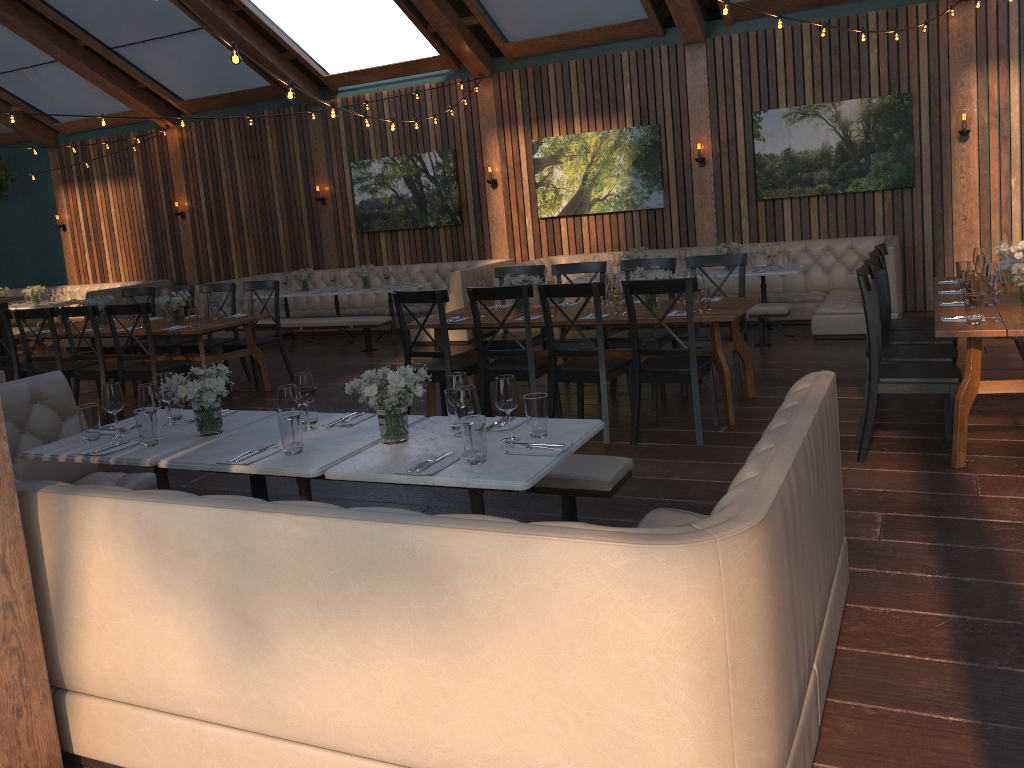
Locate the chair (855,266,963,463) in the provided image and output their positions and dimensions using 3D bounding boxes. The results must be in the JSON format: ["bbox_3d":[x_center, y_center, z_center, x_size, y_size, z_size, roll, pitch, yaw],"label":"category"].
[{"bbox_3d":[2.153,-0.127,4.843,0.539,1.011,0.482,-2,9,21],"label":"chair"}]

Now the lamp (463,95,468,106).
[{"bbox_3d":[-0.548,-3.322,10.370,0.061,0.118,0.056,-13,11,-41],"label":"lamp"}]

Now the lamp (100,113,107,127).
[{"bbox_3d":[-3.691,-2.381,7.983,0.056,0.120,0.057,-5,8,1],"label":"lamp"}]

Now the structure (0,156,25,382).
[{"bbox_3d":[-7.002,-1.688,9.936,2.852,3.663,2.740,1,11,34],"label":"structure"}]

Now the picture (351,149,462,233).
[{"bbox_3d":[-1.469,-2.630,12.144,1.649,0.989,0.066,0,9,26],"label":"picture"}]

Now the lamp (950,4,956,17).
[{"bbox_3d":[4.403,-3.732,8.847,0.065,0.117,0.057,-7,9,-14],"label":"lamp"}]

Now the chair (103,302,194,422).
[{"bbox_3d":[-3.083,-0.206,7.568,0.477,1.011,0.545,-2,9,21],"label":"chair"}]

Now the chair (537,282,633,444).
[{"bbox_3d":[0.506,-0.184,5.857,0.477,1.011,0.545,0,10,31],"label":"chair"}]

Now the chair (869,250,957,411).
[{"bbox_3d":[2.629,-0.372,5.842,0.539,1.011,0.482,-2,9,21],"label":"chair"}]

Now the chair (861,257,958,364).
[{"bbox_3d":[2.391,-0.250,5.342,0.539,1.011,0.482,-1,9,26],"label":"chair"}]

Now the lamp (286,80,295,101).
[{"bbox_3d":[-1.320,-1.745,5.257,0.056,0.119,0.057,-7,9,-14],"label":"lamp"}]

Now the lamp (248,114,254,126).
[{"bbox_3d":[-2.688,-2.711,9.097,0.056,0.116,0.068,-7,9,-10],"label":"lamp"}]

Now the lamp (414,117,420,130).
[{"bbox_3d":[-0.891,-2.424,8.239,0.056,0.120,0.057,-3,9,13],"label":"lamp"}]

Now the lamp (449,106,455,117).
[{"bbox_3d":[-0.663,-2.984,9.675,0.072,0.115,0.056,-13,11,-41],"label":"lamp"}]

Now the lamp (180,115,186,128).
[{"bbox_3d":[-3.182,-2.535,8.541,0.056,0.120,0.057,2,11,41],"label":"lamp"}]

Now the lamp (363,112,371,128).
[{"bbox_3d":[-1.107,-2.016,6.765,0.056,0.119,0.057,0,10,31],"label":"lamp"}]

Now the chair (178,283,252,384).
[{"bbox_3d":[-3.046,-0.489,8.950,0.477,1.011,0.545,-1,9,26],"label":"chair"}]

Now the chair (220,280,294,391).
[{"bbox_3d":[-2.541,-0.486,8.707,0.477,1.011,0.545,0,10,31],"label":"chair"}]

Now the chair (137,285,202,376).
[{"bbox_3d":[-3.551,-0.493,9.192,0.477,1.011,0.545,-2,9,21],"label":"chair"}]

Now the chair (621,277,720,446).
[{"bbox_3d":[1.013,-0.182,5.620,0.477,1.011,0.545,-1,9,26],"label":"chair"}]

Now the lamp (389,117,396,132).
[{"bbox_3d":[-1.016,-2.201,7.506,0.056,0.119,0.057,3,12,44],"label":"lamp"}]

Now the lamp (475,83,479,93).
[{"bbox_3d":[-0.443,-3.696,11.047,0.056,0.118,0.063,-4,9,9],"label":"lamp"}]

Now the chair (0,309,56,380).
[{"bbox_3d":[-4.592,-0.220,8.306,0.477,1.011,0.545,0,10,31],"label":"chair"}]

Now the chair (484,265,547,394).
[{"bbox_3d":[0.033,-0.468,7.471,0.477,1.011,0.545,-1,9,26],"label":"chair"}]

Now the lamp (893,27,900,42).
[{"bbox_3d":[3.409,-3.096,7.839,0.056,0.120,0.057,2,11,41],"label":"lamp"}]

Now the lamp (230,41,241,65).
[{"bbox_3d":[-1.410,-1.683,4.501,0.056,0.119,0.057,-2,9,23],"label":"lamp"}]

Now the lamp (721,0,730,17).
[{"bbox_3d":[1.359,-2.406,5.642,0.056,0.119,0.057,-2,9,20],"label":"lamp"}]

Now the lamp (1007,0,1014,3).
[{"bbox_3d":[4.406,-3.430,7.815,0.056,0.118,0.061,2,11,41],"label":"lamp"}]

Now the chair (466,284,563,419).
[{"bbox_3d":[0.024,-0.193,6.117,0.477,1.011,0.545,-2,9,23],"label":"chair"}]

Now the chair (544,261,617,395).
[{"bbox_3d":[0.538,-0.464,7.229,0.477,1.011,0.545,-2,9,21],"label":"chair"}]

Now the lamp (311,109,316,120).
[{"bbox_3d":[-2.161,-2.933,9.627,0.057,0.120,0.056,-13,11,-42],"label":"lamp"}]

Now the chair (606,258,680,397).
[{"bbox_3d":[1.042,-0.461,6.987,0.477,1.011,0.545,0,10,31],"label":"chair"}]

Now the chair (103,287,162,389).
[{"bbox_3d":[-4.056,-0.496,9.435,0.477,1.011,0.545,-1,9,26],"label":"chair"}]

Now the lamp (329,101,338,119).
[{"bbox_3d":[-1.218,-1.860,6.015,0.056,0.120,0.057,-1,9,25],"label":"lamp"}]

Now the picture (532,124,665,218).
[{"bbox_3d":[1.049,-2.614,10.942,1.649,0.989,0.066,0,9,26],"label":"picture"}]

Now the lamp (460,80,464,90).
[{"bbox_3d":[-0.634,-3.766,11.151,0.057,0.120,0.056,-13,11,-42],"label":"lamp"}]

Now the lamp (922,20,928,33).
[{"bbox_3d":[3.905,-3.378,8.362,0.057,0.117,0.066,-11,10,-34],"label":"lamp"}]

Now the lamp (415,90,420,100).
[{"bbox_3d":[-1.142,-3.481,10.653,0.056,0.119,0.057,-8,9,-21],"label":"lamp"}]

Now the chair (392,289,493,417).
[{"bbox_3d":[-0.500,-0.190,6.337,0.477,1.011,0.544,0,10,33],"label":"chair"}]

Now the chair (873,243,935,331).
[{"bbox_3d":[2.866,-0.495,6.342,0.539,1.011,0.482,-1,9,26],"label":"chair"}]

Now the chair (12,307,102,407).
[{"bbox_3d":[-4.104,-0.208,8.031,0.477,1.011,0.545,-2,9,21],"label":"chair"}]

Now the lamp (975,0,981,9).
[{"bbox_3d":[4.501,-3.686,8.545,0.056,0.119,0.057,-7,9,-13],"label":"lamp"}]

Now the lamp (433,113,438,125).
[{"bbox_3d":[-0.776,-2.685,8.963,0.057,0.119,0.056,-11,10,-36],"label":"lamp"}]

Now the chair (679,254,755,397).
[{"bbox_3d":[1.548,-0.457,6.744,0.477,1.011,0.545,-1,9,26],"label":"chair"}]

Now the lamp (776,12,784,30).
[{"bbox_3d":[1.876,-2.545,6.205,0.056,0.120,0.057,-6,8,-6],"label":"lamp"}]

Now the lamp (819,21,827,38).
[{"bbox_3d":[2.378,-2.705,6.759,0.059,0.118,0.057,-4,8,6],"label":"lamp"}]

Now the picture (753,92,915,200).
[{"bbox_3d":[3.524,-2.598,9.761,1.649,0.989,0.066,0,9,26],"label":"picture"}]

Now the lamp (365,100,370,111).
[{"bbox_3d":[-1.664,-3.198,10.151,0.056,0.117,0.064,-2,9,19],"label":"lamp"}]

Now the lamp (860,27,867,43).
[{"bbox_3d":[2.898,-2.879,7.300,0.056,0.120,0.056,-10,10,-30],"label":"lamp"}]

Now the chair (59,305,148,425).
[{"bbox_3d":[-3.588,-0.210,7.810,0.477,1.011,0.545,-1,10,29],"label":"chair"}]
